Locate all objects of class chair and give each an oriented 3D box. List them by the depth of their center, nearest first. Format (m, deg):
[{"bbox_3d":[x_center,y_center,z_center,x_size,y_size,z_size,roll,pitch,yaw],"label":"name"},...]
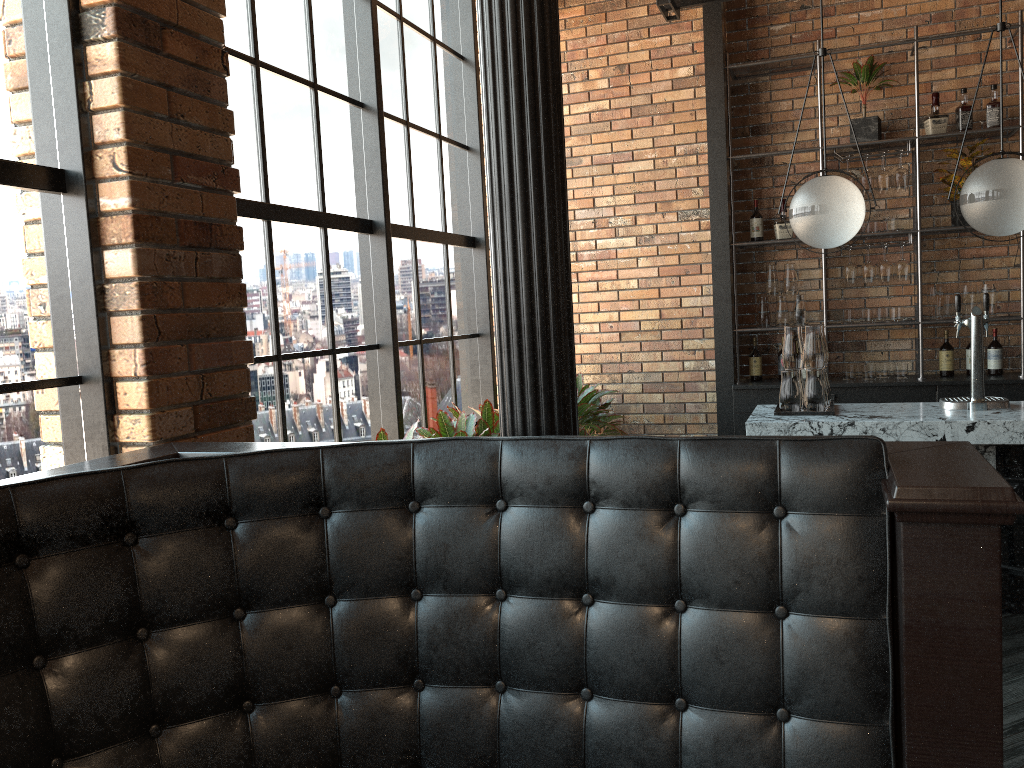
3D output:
[{"bbox_3d":[1.975,0.694,3.613,0.475,0.737,0.414,-1,5,25],"label":"chair"}]

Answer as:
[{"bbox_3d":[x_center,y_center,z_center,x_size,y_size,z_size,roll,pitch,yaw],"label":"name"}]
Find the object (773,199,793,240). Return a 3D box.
[{"bbox_3d":[1.814,-1.093,5.919,0.123,0.279,0.123,-2,5,9],"label":"object"}]

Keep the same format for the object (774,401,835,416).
[{"bbox_3d":[1.443,0.120,4.367,0.273,0.019,0.437,-1,5,20],"label":"object"}]

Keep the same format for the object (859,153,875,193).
[{"bbox_3d":[2.261,-1.344,5.651,0.092,0.244,0.092,-1,5,26],"label":"object"}]

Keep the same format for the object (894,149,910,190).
[{"bbox_3d":[2.451,-1.348,5.582,0.092,0.244,0.092,-1,5,26],"label":"object"}]

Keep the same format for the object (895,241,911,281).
[{"bbox_3d":[2.482,-0.778,5.627,0.092,0.244,0.092,-1,5,26],"label":"object"}]

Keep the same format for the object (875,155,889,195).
[{"bbox_3d":[2.409,-1.361,5.771,0.092,0.244,0.092,-1,5,26],"label":"object"}]

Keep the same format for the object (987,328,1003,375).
[{"bbox_3d":[3.044,-0.205,5.588,0.086,0.298,0.086,-5,5,-21],"label":"object"}]

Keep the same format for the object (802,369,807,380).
[{"bbox_3d":[1.992,-0.166,5.947,0.123,0.279,0.123,0,5,33],"label":"object"}]

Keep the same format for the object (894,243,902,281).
[{"bbox_3d":[2.537,-0.794,5.782,0.092,0.244,0.092,-1,5,26],"label":"object"}]

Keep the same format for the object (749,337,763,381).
[{"bbox_3d":[1.670,-0.170,6.084,0.086,0.299,0.086,-5,5,-21],"label":"object"}]

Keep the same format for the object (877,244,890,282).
[{"bbox_3d":[2.440,-0.791,5.817,0.092,0.244,0.092,-1,5,26],"label":"object"}]

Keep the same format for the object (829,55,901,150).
[{"bbox_3d":[2.278,-1.816,5.722,0.377,0.554,0.422,-2,5,8],"label":"object"}]

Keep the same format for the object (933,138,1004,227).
[{"bbox_3d":[2.847,-1.240,5.518,0.430,0.526,0.425,0,5,32],"label":"object"}]

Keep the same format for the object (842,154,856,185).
[{"bbox_3d":[2.157,-1.341,5.688,0.092,0.244,0.092,-1,5,26],"label":"object"}]

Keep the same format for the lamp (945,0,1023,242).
[{"bbox_3d":[2.131,-1.505,3.865,0.340,1.754,0.340,-5,5,-24],"label":"lamp"}]

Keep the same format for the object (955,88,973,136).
[{"bbox_3d":[2.811,-1.693,5.515,0.083,0.282,0.083,-3,5,5],"label":"object"}]

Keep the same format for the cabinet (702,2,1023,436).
[{"bbox_3d":[2.954,-0.974,5.494,7.075,3.779,0.564,-1,5,20],"label":"cabinet"}]

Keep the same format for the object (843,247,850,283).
[{"bbox_3d":[2.244,-0.786,5.888,0.092,0.244,0.092,-1,5,26],"label":"object"}]

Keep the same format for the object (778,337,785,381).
[{"bbox_3d":[1.840,-0.172,5.989,0.086,0.297,0.086,-6,6,-36],"label":"object"}]

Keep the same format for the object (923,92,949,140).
[{"bbox_3d":[2.664,-1.687,5.570,0.123,0.279,0.123,-2,5,9],"label":"object"}]

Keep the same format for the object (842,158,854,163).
[{"bbox_3d":[2.213,-1.356,5.843,0.092,0.244,0.092,-1,5,26],"label":"object"}]

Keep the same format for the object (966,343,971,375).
[{"bbox_3d":[2.941,-0.205,5.650,0.086,0.298,0.086,-5,5,-21],"label":"object"}]

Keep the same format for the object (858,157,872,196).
[{"bbox_3d":[2.316,-1.359,5.805,0.092,0.244,0.092,-1,5,26],"label":"object"}]

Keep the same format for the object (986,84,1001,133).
[{"bbox_3d":[2.967,-1.697,5.459,0.083,0.282,0.083,0,6,35],"label":"object"}]

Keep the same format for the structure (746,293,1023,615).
[{"bbox_3d":[3.913,0.207,4.051,5.346,1.430,1.930,-1,5,20],"label":"structure"}]

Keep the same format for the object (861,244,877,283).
[{"bbox_3d":[2.291,-0.773,5.696,0.092,0.244,0.092,-1,5,26],"label":"object"}]

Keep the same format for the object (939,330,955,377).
[{"bbox_3d":[2.784,-0.197,5.680,0.086,0.299,0.086,-5,5,-21],"label":"object"}]

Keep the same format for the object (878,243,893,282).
[{"bbox_3d":[2.384,-0.776,5.663,0.092,0.244,0.092,-1,5,26],"label":"object"}]

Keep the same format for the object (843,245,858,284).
[{"bbox_3d":[2.188,-0.771,5.734,0.092,0.244,0.092,-1,5,26],"label":"object"}]

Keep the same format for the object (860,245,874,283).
[{"bbox_3d":[2.347,-0.789,5.851,0.092,0.244,0.092,-1,5,26],"label":"object"}]

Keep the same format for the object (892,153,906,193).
[{"bbox_3d":[2.507,-1.364,5.736,0.092,0.244,0.092,-1,5,26],"label":"object"}]

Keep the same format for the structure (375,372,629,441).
[{"bbox_3d":[-0.049,0.574,4.392,0.757,1.072,4.107,-2,5,19],"label":"structure"}]

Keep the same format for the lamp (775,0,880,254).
[{"bbox_3d":[1.442,-1.488,4.114,0.340,1.754,0.340,-5,5,-24],"label":"lamp"}]

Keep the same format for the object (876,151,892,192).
[{"bbox_3d":[2.354,-1.346,5.617,0.092,0.244,0.092,-1,5,26],"label":"object"}]

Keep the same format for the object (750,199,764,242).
[{"bbox_3d":[1.661,-1.104,6.021,0.086,0.298,0.086,-5,5,-21],"label":"object"}]
